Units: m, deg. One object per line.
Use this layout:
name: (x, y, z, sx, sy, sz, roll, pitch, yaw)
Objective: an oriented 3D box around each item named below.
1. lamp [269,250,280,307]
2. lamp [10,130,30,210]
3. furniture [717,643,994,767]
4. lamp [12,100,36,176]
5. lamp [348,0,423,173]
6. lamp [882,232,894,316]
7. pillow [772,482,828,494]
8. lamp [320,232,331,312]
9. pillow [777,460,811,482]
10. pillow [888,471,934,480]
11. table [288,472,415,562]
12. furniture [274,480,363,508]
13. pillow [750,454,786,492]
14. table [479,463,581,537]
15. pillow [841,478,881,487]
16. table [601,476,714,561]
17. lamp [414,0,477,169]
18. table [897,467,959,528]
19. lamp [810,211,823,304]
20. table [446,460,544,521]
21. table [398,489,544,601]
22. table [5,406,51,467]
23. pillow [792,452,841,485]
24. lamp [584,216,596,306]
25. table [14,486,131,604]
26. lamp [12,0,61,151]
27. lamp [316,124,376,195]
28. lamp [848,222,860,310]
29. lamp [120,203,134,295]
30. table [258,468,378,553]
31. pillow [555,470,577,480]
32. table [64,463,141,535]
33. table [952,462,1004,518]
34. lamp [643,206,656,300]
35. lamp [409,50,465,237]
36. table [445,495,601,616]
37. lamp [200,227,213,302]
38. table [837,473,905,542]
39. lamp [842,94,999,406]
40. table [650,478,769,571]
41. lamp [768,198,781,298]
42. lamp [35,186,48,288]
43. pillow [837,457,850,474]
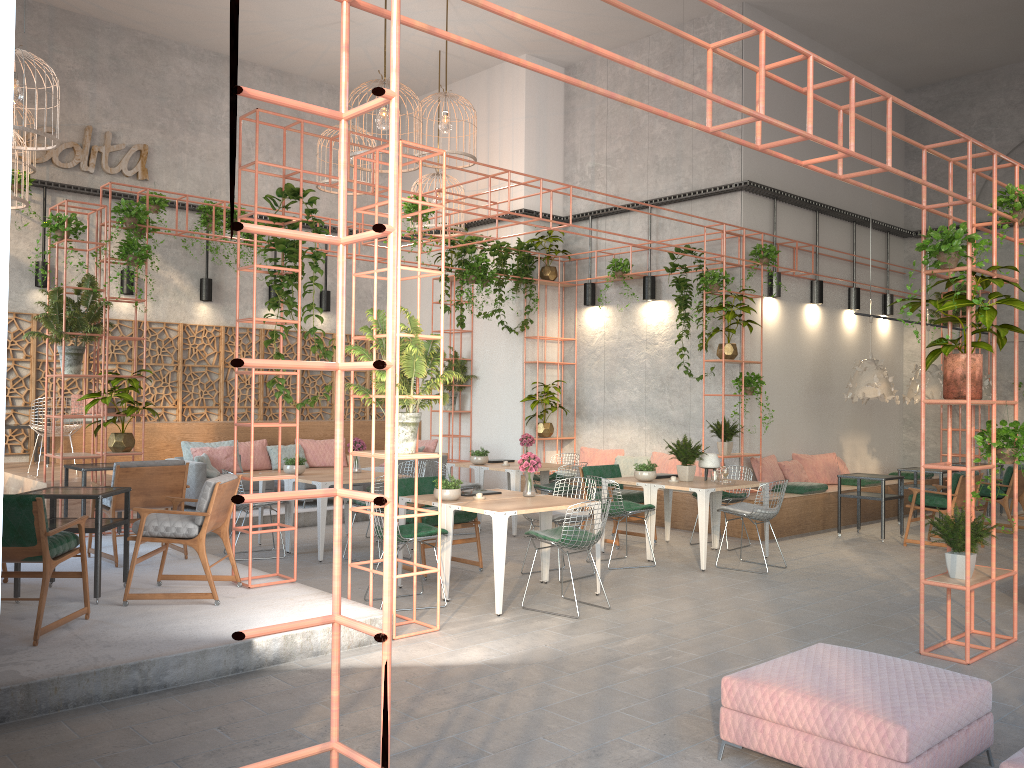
lamp: (-4.012, -2.017, 14.998, 0.185, 1.436, 0.185, 1, -1, -2)
lamp: (-6.113, -3.862, 10.360, 0.883, 3.476, 0.883, 1, -1, 10)
furniture: (1.668, 1.609, 4.300, 0.976, 0.446, 0.941, 1, -1, -42)
lamp: (-6.703, -4.570, 11.618, 0.883, 3.476, 0.883, 1, -1, 10)
lamp: (-1.439, -4.244, 10.115, 0.883, 3.476, 0.883, 1, -1, 10)
lamp: (6.448, -1.894, 15.208, 0.179, 1.425, 0.185, 1, -1, -43)
pillow: (3.970, 1.433, 12.198, 0.637, 0.149, 0.491, 1, -1, -41)
lamp: (-3.289, -1.998, 15.659, 0.179, 1.436, 0.185, 1, -1, -43)
pillow: (4.095, 1.305, 12.857, 0.289, 0.385, 0.666, 0, -1, 43)
pillow: (6.555, 1.499, 14.562, 0.637, 0.149, 0.491, 1, -1, -41)
table: (-1.772, 1.446, 9.851, 1.214, 0.830, 0.694, 1, -1, -42)
furniture: (-2.793, 1.480, 12.756, 0.975, 0.446, 0.941, 1, -1, -42)
pillow: (3.607, 1.247, 12.440, 0.276, 0.474, 0.839, 0, -1, 38)
table: (0.248, 1.498, 11.695, 1.214, 0.830, 0.694, 1, -1, -42)
pillow: (5.247, 1.465, 13.366, 0.637, 0.149, 0.491, 1, -1, -41)
table: (1.680, 1.492, 10.123, 1.205, 0.830, 0.694, 1, -1, -42)
lamp: (-0.911, -4.840, 12.375, 0.883, 3.476, 0.883, 1, -1, 10)
table: (5.919, 1.614, 12.631, 0.602, 0.798, 0.635, 1, -1, -42)
lamp: (4.673, -1.939, 13.584, 0.179, 1.425, 0.185, 1, -1, -43)
table: (-0.225, 1.500, 12.206, 1.205, 0.830, 0.694, 1, -1, -42)
table: (-0.362, 1.452, 8.232, 1.205, 0.830, 0.694, 1, -1, -42)
table: (-6.527, 0.701, 11.775, 0.602, 0.798, 0.635, 1, -1, -42)
pillow: (4.581, 1.271, 13.272, 0.839, 0.474, 0.276, 1, -1, -22)
lamp: (1.251, -1.971, 14.200, 0.185, 1.425, 0.179, 1, -1, -43)
table: (-3.341, 1.212, 6.764, 0.635, 0.798, 0.602, 1, -1, -2)
lamp: (-5.213, -4.301, 9.313, 0.883, 3.476, 0.883, 1, -1, 10)
lamp: (-2.429, -4.629, 13.150, 0.883, 3.476, 0.883, 1, -1, 10)
lamp: (5.556, -1.917, 14.392, 0.179, 1.425, 0.185, 1, -1, -43)
lamp: (-5.792, -2.063, 13.370, 0.185, 1.436, 0.185, 1, -1, -2)
table: (-2.243, 1.448, 10.361, 1.205, 0.830, 0.694, 1, -1, -42)
pillow: (1.016, 1.420, 13.767, 0.491, 0.149, 0.637, 1, -1, -41)
table: (-4.228, 1.237, 9.145, 0.602, 0.798, 0.635, 1, -1, -42)
table: (7.213, 1.647, 13.815, 0.602, 0.798, 0.635, 1, -1, -42)
lamp: (2.066, -1.975, 13.308, 0.185, 1.425, 0.179, 1, -1, -43)
lamp: (-1.179, -4.179, 14.261, 0.883, 3.476, 0.883, 1, -1, 10)
table: (0.111, 1.449, 7.721, 1.214, 0.830, 0.694, 1, -1, -42)
lamp: (-4.889, -2.040, 14.196, 0.185, 1.436, 0.185, 1, -1, -2)
table: (4.624, 1.581, 11.447, 0.602, 0.798, 0.635, 1, -1, -42)
lamp: (5.986, -1.719, 12.720, 4.456, 4.052, 0.704, 1, -1, -42)
table: (2.153, 1.490, 9.612, 1.214, 0.830, 0.694, 1, -1, -42)
lamp: (3.782, -1.962, 12.769, 0.179, 1.425, 0.185, 1, -1, -43)
lamp: (-6.652, -2.085, 12.583, 0.185, 1.436, 0.185, 1, -1, -2)
pillow: (5.041, 1.329, 13.722, 0.289, 0.385, 0.666, 0, -1, 43)
